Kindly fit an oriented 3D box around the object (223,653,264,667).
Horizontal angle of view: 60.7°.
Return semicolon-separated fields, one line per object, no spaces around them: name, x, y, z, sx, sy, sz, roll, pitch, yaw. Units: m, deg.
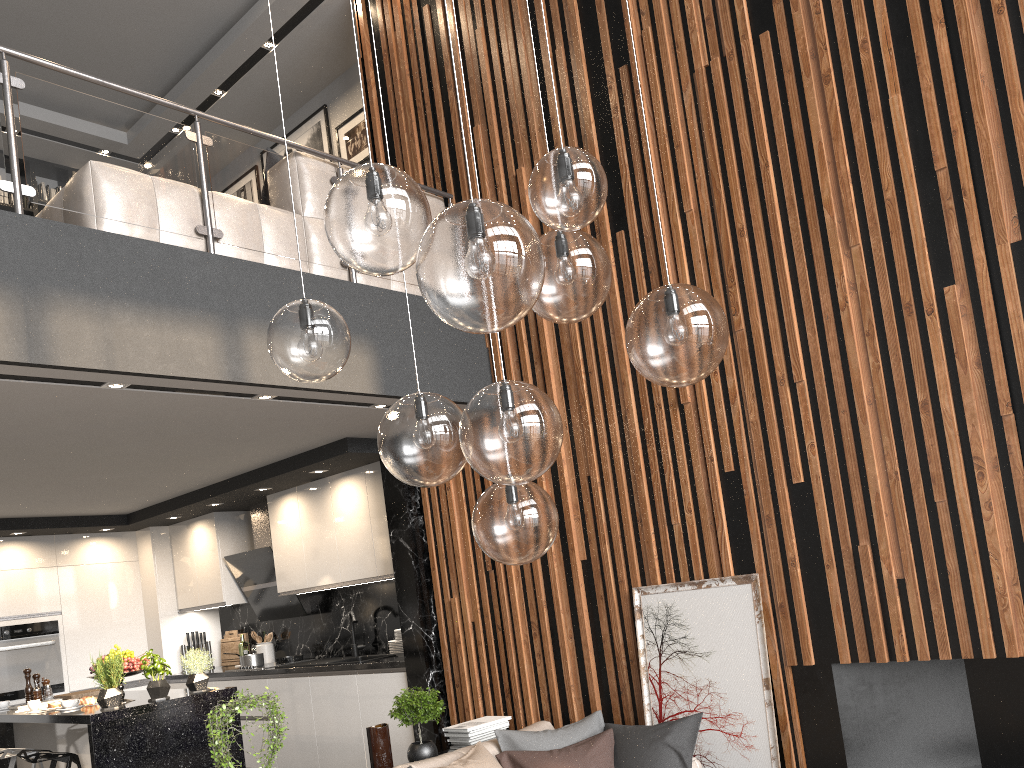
object;-2.293;2.372;7.548;0.353;0.151;0.201;-15;-12;32

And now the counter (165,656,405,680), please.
counter;-1.745;2.308;7.161;3.525;0.039;0.611;-19;-17;41

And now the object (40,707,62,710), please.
object;-2.964;2.105;5.693;0.191;0.011;0.197;-4;-13;-15

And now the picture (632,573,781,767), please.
picture;0.948;1.473;4.342;0.742;0.984;0.101;-14;-7;42

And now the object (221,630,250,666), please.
object;-2.645;2.510;8.324;0.408;0.325;0.097;-16;-9;41

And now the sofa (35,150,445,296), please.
sofa;-1.901;-0.617;5.356;2.332;0.769;2.281;-18;-16;41

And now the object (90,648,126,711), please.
object;-2.351;1.716;5.129;0.196;0.363;0.189;-7;-6;-3

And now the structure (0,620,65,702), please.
structure;-4.414;2.449;7.690;0.664;0.622;0.655;-15;-11;41

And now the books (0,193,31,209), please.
books;-4.346;-0.758;7.319;0.216;2.291;3.443;-11;-10;41

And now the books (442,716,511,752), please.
books;-0.177;1.891;4.701;0.203;0.148;0.333;-16;-14;41

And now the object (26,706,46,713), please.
object;-3.075;2.104;5.656;0.130;0.026;0.028;-8;-9;2

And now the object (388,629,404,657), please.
object;-0.749;1.875;6.375;0.300;0.192;0.311;2;-14;-44

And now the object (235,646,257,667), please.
object;-2.403;2.491;8.021;0.278;0.160;0.180;-17;-13;41

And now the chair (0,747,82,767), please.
chair;-3.100;2.651;5.564;1.762;0.726;0.433;-18;-11;41

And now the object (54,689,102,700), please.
object;-3.284;2.365;6.668;0.409;0.030;0.291;-19;-17;40

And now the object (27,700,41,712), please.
object;-3.107;2.095;5.695;0.077;0.069;0.085;-8;-9;1

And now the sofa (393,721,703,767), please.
sofa;-0.155;1.872;3.028;1.913;0.805;3.250;-18;-16;40

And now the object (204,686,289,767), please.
object;-1.129;1.591;3.752;0.218;0.567;0.388;-10;-7;22

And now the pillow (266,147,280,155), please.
pillow;-1.356;-0.886;5.524;0.757;0.537;1.420;-5;-12;-18

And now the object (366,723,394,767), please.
object;-0.640;1.794;4.260;0.108;0.264;0.111;-3;-7;-43

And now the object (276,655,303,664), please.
object;-1.909;2.325;7.385;0.234;0.059;0.356;-12;-13;19

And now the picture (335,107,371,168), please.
picture;-1.200;-1.912;6.834;0.514;0.404;0.025;-16;-8;41

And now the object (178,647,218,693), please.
object;-1.985;1.801;5.530;0.220;0.280;0.215;-3;-9;-35

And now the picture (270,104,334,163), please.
picture;-1.824;-1.822;7.397;1.011;0.645;0.025;-17;-9;41

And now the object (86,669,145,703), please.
object;-2.463;1.908;5.503;0.368;0.185;0.374;-9;-11;5

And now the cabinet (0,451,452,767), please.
cabinet;-2.923;1.742;6.178;6.325;3.193;3.622;-17;-13;41

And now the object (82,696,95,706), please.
object;-2.697;2.016;5.567;0.074;0.058;0.062;-3;-10;-27

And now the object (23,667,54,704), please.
object;-3.494;2.223;6.484;0.202;0.279;0.151;-11;-7;25

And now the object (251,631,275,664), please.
object;-2.220;2.361;7.869;0.174;0.300;0.161;-2;-8;-45

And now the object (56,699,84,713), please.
object;-2.679;1.951;5.306;0.156;0.069;0.158;-10;-12;10

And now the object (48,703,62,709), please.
object;-2.958;2.090;5.699;0.130;0.042;0.075;-16;-13;34

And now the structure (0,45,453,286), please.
structure;-2.940;-0.556;4.944;3.443;0.727;4.230;-18;-16;40

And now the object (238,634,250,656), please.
object;-2.463;2.453;8.085;0.083;0.279;0.089;-12;-6;42

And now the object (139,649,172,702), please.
object;-2.157;1.759;5.306;0.178;0.308;0.176;-3;-8;-37

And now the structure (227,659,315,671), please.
structure;-2.061;2.396;7.452;0.612;0.059;0.511;-19;-17;40

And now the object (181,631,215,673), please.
object;-2.989;2.530;8.296;0.068;0.367;0.322;-11;-8;41

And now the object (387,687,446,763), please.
object;-0.478;1.747;4.462;0.310;0.402;0.276;-8;-7;2

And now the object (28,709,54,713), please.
object;-3.018;2.115;5.683;0.233;0.003;0.228;-19;-17;40

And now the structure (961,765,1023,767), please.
structure;2.138;1.880;3.609;6.661;0.451;0.668;-19;-15;41

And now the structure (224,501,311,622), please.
structure;-2.112;1.534;7.585;0.751;1.015;0.412;-14;-8;41

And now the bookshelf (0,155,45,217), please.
bookshelf;-4.347;-0.713;7.322;0.252;2.473;3.525;-11;-10;41

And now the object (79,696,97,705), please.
object;-2.726;2.030;5.612;0.071;0.059;0.131;-16;-14;41

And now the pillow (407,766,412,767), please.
pillow;-0.784;1.787;3.084;0.553;0.490;1.945;-15;-14;40

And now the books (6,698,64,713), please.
books;-3.273;2.209;6.016;0.175;0.037;0.323;-18;-16;39

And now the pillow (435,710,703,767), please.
pillow;0.226;1.877;4.040;1.377;0.539;0.780;-4;-11;-18

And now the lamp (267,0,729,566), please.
lamp;-0.298;-2.034;2.145;1.251;4.924;1.227;-11;-6;38

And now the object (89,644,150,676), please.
object;-2.486;1.749;5.526;0.325;0.211;0.348;-16;-13;38

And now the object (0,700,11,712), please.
object;-3.568;2.259;6.125;0.156;0.069;0.158;-10;-12;10

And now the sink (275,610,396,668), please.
sink;-1.333;2.041;6.796;1.134;0.539;0.498;-18;-12;41
